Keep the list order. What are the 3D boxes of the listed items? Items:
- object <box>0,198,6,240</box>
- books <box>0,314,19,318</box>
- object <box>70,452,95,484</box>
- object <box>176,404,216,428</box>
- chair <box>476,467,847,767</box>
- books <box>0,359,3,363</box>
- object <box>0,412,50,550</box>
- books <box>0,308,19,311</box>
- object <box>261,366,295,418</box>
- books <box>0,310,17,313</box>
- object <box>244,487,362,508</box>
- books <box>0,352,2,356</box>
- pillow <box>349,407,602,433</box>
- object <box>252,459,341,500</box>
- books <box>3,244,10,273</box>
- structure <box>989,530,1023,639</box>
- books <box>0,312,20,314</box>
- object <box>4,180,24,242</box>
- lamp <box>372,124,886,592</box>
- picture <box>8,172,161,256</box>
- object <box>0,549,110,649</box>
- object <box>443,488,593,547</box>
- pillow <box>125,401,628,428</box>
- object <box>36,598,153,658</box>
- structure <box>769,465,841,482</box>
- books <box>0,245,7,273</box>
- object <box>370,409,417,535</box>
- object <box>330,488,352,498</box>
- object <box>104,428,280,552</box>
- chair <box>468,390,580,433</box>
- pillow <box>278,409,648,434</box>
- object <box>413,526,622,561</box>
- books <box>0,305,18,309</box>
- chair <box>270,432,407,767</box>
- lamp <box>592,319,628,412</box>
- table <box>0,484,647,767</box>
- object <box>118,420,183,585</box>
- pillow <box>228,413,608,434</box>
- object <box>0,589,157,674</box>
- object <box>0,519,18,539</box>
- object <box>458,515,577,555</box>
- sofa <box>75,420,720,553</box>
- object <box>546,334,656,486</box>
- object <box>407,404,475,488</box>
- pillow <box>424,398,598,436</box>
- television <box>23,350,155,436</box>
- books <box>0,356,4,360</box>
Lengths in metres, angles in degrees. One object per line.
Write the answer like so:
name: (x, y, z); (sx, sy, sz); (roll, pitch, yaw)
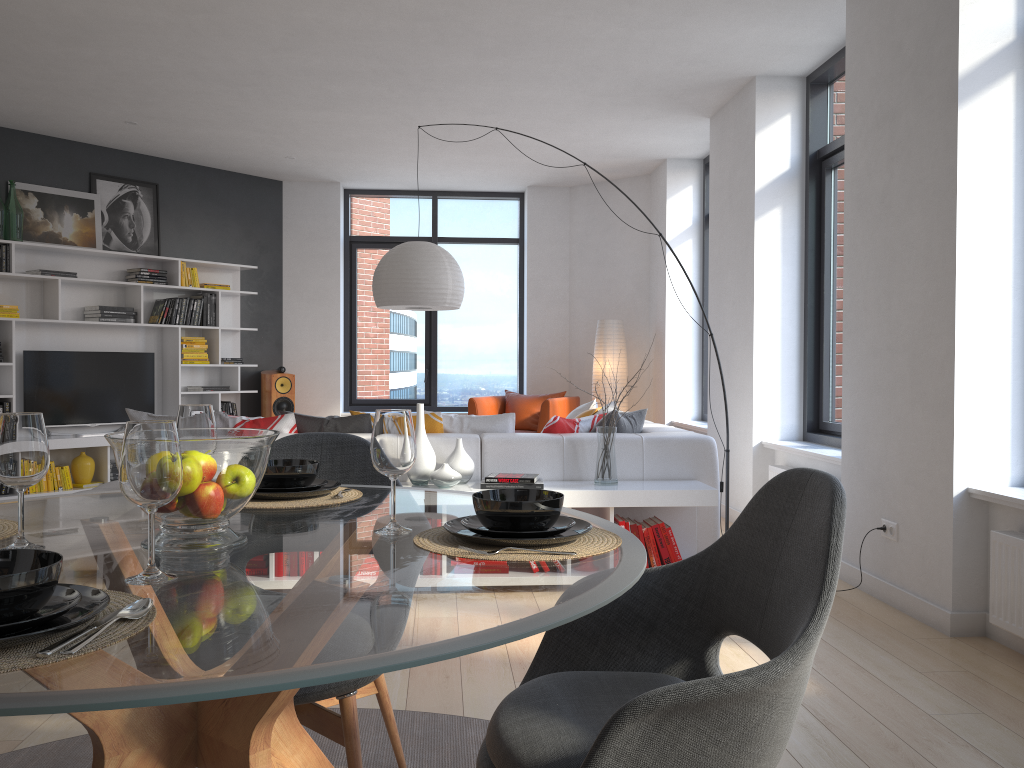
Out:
object: (-4.037, -1.368, 6.911); (0.157, 0.507, 0.157); (0, 1, -36)
books: (-4.009, -0.533, 6.981); (0.147, 0.033, 0.190); (1, 1, 40)
object: (-3.566, 0.693, 7.369); (0.185, 0.257, 0.185); (1, 1, 18)
object: (-0.635, 0.152, 1.782); (0.083, 0.220, 0.083); (0, 1, -33)
chair: (0.242, 0.596, 1.542); (0.619, 0.891, 0.655); (0, 1, -3)
books: (-4.115, -0.178, 6.857); (0.189, 0.026, 0.263); (1, 1, 39)
object: (-0.790, 0.157, 1.427); (0.083, 0.220, 0.083); (1, 1, 24)
books: (-4.007, -0.585, 6.982); (0.134, 0.014, 0.187); (1, 1, 40)
object: (-2.359, 0.367, 8.856); (0.290, 1.088, 0.434); (0, 1, -35)
books: (-4.000, -0.569, 6.967); (0.113, 0.018, 0.169); (1, 1, 42)
object: (-0.527, 0.257, 2.042); (0.360, 0.002, 0.360); (1, 1, 38)
books: (-4.134, -0.231, 6.865); (0.209, 0.030, 0.266); (1, 1, 39)
pillow: (-0.066, 0.356, 5.526); (0.630, 0.440, 2.095); (1, 1, 42)
object: (-0.527, 0.219, 2.053); (0.258, 0.074, 0.258); (0, 1, -24)
books: (-3.997, -0.981, 6.978); (0.174, 0.230, 0.019); (1, 1, 40)
structure: (1.921, 0.798, 2.896); (0.110, 0.460, 1.015); (0, 1, -5)
books: (-4.011, -0.556, 6.984); (0.148, 0.011, 0.196); (1, 1, 40)
object: (-3.980, -1.371, 7.066); (0.157, 0.507, 0.157); (0, 1, -36)
lamp: (0.528, -0.339, 5.156); (3.199, 2.647, 0.710); (1, 1, 31)
picture: (-3.635, -1.475, 7.627); (0.076, 0.707, 1.279); (1, 1, 40)
object: (-0.588, 0.236, 0.985); (0.258, 0.074, 0.258); (0, 1, 15)
object: (0.010, 0.229, 1.542); (0.258, 0.074, 0.258); (0, 1, 15)
pillow: (-0.671, 0.338, 5.265); (2.953, 0.453, 0.647); (0, 1, -17)
object: (-0.584, 0.266, 1.003); (0.309, 0.015, 0.206); (0, 1, 5)
structure: (1.738, 0.758, 5.187); (0.110, 0.460, 1.015); (0, 1, -5)
books: (-4.021, -0.974, 6.961); (0.169, 0.218, 0.038); (1, 1, 40)
object: (-0.214, 0.156, 1.599); (0.083, 0.220, 0.083); (-1, 1, -44)
object: (-0.536, 0.249, 2.042); (0.309, 0.015, 0.206); (0, 1, 0)
object: (-0.534, 0.175, 1.494); (0.278, 0.184, 0.278); (0, 1, 4)
chair: (0.149, 0.493, 8.666); (0.896, 0.858, 0.843); (1, 1, 28)
pillow: (-0.224, 0.349, 4.976); (2.120, 0.436, 0.608); (0, 1, -9)
object: (0.010, 0.268, 1.537); (0.360, 0.002, 0.360); (1, 1, 38)
books: (-4.019, -0.605, 6.987); (0.138, 0.026, 0.186); (1, 1, 40)
chair: (-0.521, 0.583, 2.132); (0.655, 0.891, 0.619); (0, 1, 2)
lamp: (1.062, 0.156, 8.453); (0.502, 1.550, 0.804); (-1, 1, -44)
table: (-0.531, 0.649, 1.514); (1.499, 0.764, 1.499); (0, 1, -15)
object: (-0.500, 0.161, 1.230); (0.083, 0.220, 0.083); (-1, 1, -44)
pillow: (-0.549, 0.374, 4.942); (2.250, 0.449, 0.575); (0, 1, -7)
object: (-0.594, 0.274, 0.998); (0.360, 0.002, 0.360); (0, 1, -30)
object: (-1.053, 0.263, 1.542); (0.360, 0.002, 0.360); (0, 1, -30)
object: (0.000, 0.260, 1.545); (0.206, 0.015, 0.309); (0, 1, 0)
sofa: (-0.705, 0.604, 5.756); (3.424, 0.732, 2.614); (0, 1, -5)
object: (0.496, 0.126, 4.333); (0.406, 0.744, 0.607); (1, 1, 35)
object: (-0.366, 0.296, 4.347); (0.316, 0.398, 0.319); (1, 1, 19)
pillow: (0.111, 0.334, 5.791); (0.580, 0.456, 2.156); (1, 1, 21)
television: (-3.585, 0.076, 7.568); (0.207, 0.704, 1.102); (1, 1, 40)
books: (-4.115, -0.203, 6.859); (0.189, 0.025, 0.270); (1, 1, 39)
